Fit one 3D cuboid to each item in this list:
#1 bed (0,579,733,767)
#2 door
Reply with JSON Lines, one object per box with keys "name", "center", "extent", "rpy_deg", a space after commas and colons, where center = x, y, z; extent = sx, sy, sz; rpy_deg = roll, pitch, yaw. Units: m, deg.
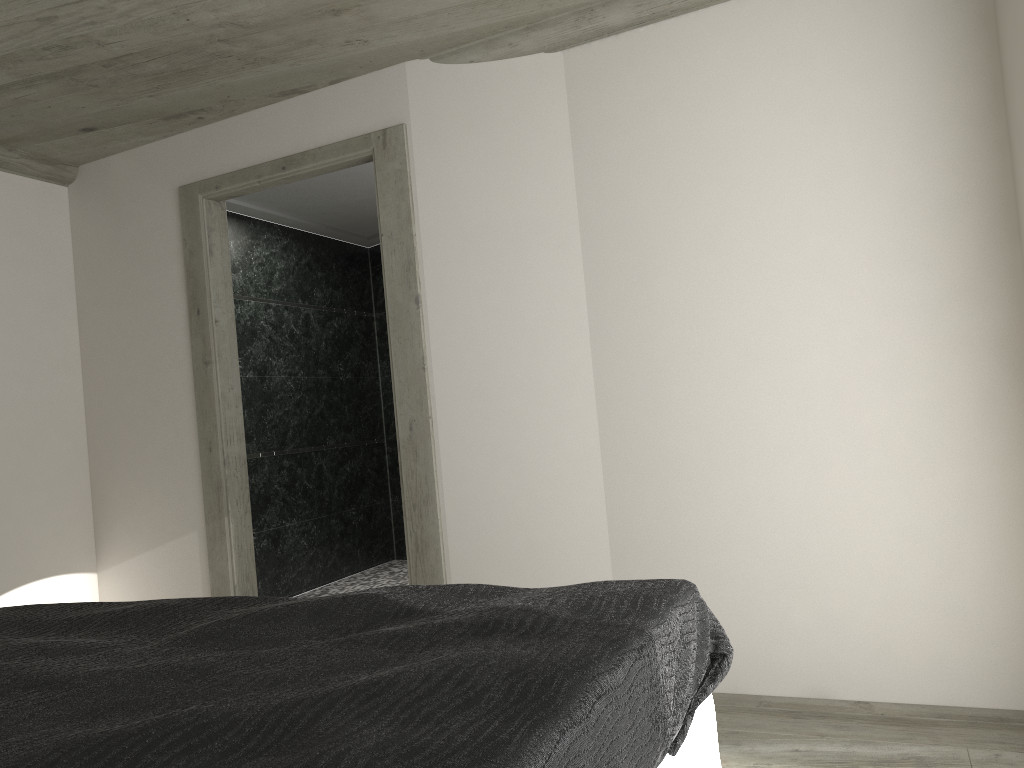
{"name": "bed", "center": [-1.161, 0.493, 0.898], "extent": [2.380, 1.623, 3.177], "rpy_deg": [-6, -2, 20]}
{"name": "door", "center": [-0.700, 0.148, 4.647], "extent": [1.408, 2.514, 1.113], "rpy_deg": [-6, -2, 29]}
